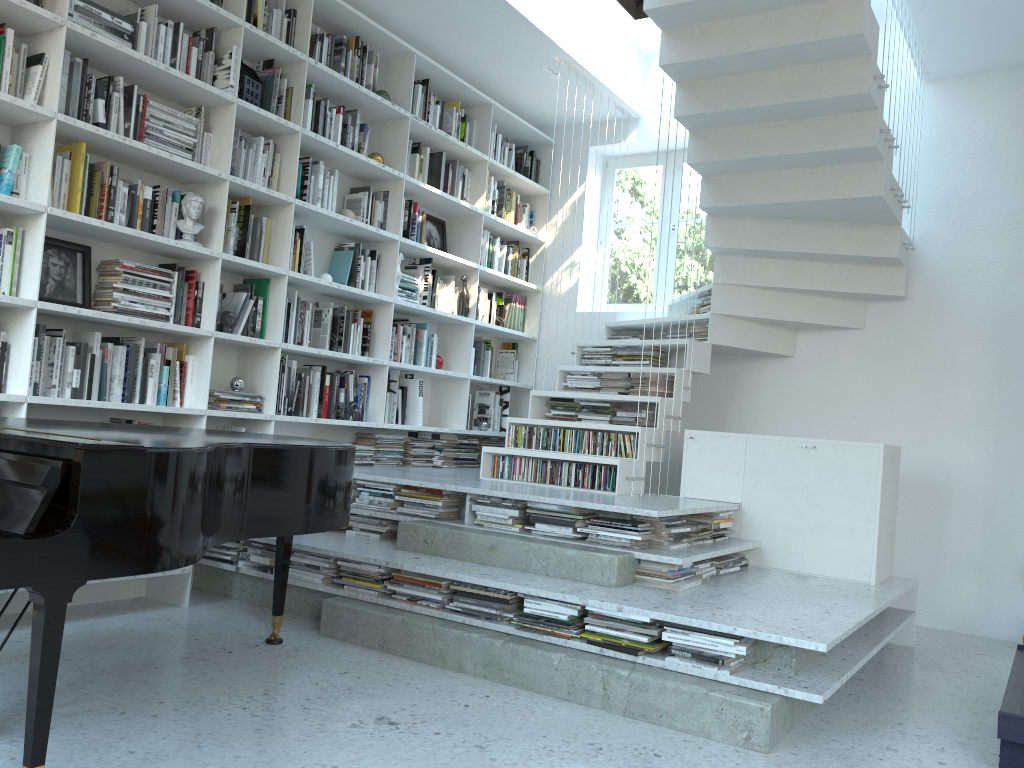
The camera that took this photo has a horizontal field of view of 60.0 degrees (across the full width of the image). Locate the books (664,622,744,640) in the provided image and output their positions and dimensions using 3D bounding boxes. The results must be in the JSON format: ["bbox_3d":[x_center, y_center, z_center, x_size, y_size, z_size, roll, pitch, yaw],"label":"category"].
[{"bbox_3d":[0.678,0.838,3.061,0.256,0.014,0.192,3,-3,28],"label":"books"}]

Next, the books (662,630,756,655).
[{"bbox_3d":[0.682,0.885,3.071,0.287,0.027,0.157,3,-3,27],"label":"books"}]

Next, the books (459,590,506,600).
[{"bbox_3d":[-0.081,0.836,3.567,0.217,0.008,0.150,3,-4,31],"label":"books"}]

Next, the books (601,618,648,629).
[{"bbox_3d":[0.434,0.862,3.247,0.210,0.009,0.133,2,-4,36],"label":"books"}]

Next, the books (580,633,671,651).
[{"bbox_3d":[0.415,0.925,3.222,0.275,0.006,0.191,3,-4,34],"label":"books"}]

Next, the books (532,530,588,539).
[{"bbox_3d":[0.222,0.672,3.975,0.230,0.020,0.142,2,-4,37],"label":"books"}]

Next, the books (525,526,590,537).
[{"bbox_3d":[0.221,0.658,3.972,0.292,0.007,0.155,3,-4,35],"label":"books"}]

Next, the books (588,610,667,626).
[{"bbox_3d":[0.434,0.848,3.246,0.284,0.008,0.133,3,-3,28],"label":"books"}]

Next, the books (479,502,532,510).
[{"bbox_3d":[-0.029,0.564,4.141,0.208,0.017,0.145,3,-3,27],"label":"books"}]

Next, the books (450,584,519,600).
[{"bbox_3d":[-0.088,0.824,3.554,0.281,0.014,0.170,3,-3,29],"label":"books"}]

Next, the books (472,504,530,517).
[{"bbox_3d":[-0.036,0.586,4.131,0.250,0.029,0.174,3,-3,30],"label":"books"}]

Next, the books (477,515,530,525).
[{"bbox_3d":[-0.036,0.628,4.135,0.192,0.024,0.167,3,-4,33],"label":"books"}]

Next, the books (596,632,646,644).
[{"bbox_3d":[0.428,0.911,3.242,0.196,0.014,0.154,3,-4,32],"label":"books"}]

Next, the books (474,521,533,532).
[{"bbox_3d":[-0.034,0.662,4.140,0.262,0.016,0.132,2,-4,37],"label":"books"}]

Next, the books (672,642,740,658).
[{"bbox_3d":[0.690,0.909,3.087,0.224,0.019,0.137,3,-4,33],"label":"books"}]

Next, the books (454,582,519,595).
[{"bbox_3d":[-0.080,0.815,3.567,0.268,0.007,0.157,3,-4,32],"label":"books"}]

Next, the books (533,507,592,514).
[{"bbox_3d":[0.226,0.562,3.971,0.208,0.008,0.170,3,-4,35],"label":"books"}]

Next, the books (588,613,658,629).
[{"bbox_3d":[0.427,0.854,3.236,0.251,0.006,0.175,3,-4,32],"label":"books"}]

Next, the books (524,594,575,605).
[{"bbox_3d":[0.178,0.813,3.402,0.215,0.014,0.157,3,-4,34],"label":"books"}]

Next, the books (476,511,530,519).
[{"bbox_3d":[-0.041,0.608,4.126,0.187,0.015,0.178,2,-4,37],"label":"books"}]

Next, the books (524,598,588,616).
[{"bbox_3d":[0.177,0.847,3.402,0.222,0.028,0.141,3,-3,27],"label":"books"}]

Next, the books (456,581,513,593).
[{"bbox_3d":[-0.081,0.807,3.564,0.239,0.008,0.160,3,-4,33],"label":"books"}]

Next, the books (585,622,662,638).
[{"bbox_3d":[0.426,0.887,3.237,0.290,0.004,0.150,2,-4,36],"label":"books"}]

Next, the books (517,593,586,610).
[{"bbox_3d":[0.177,0.827,3.401,0.288,0.013,0.139,2,-4,37],"label":"books"}]

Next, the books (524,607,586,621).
[{"bbox_3d":[0.167,0.868,3.389,0.182,0.017,0.180,3,-3,29],"label":"books"}]

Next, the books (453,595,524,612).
[{"bbox_3d":[-0.091,0.869,3.554,0.244,0.025,0.160,3,-3,27],"label":"books"}]

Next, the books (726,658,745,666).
[{"bbox_3d":[0.690,0.944,3.089,0.205,0.014,0.132,3,-4,32],"label":"books"}]

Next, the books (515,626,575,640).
[{"bbox_3d":[0.156,0.937,3.378,0.224,0.005,0.193,3,-3,28],"label":"books"}]

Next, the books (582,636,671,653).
[{"bbox_3d":[0.418,0.933,3.227,0.276,0.009,0.178,3,-4,30],"label":"books"}]

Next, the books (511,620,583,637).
[{"bbox_3d":[0.166,0.925,3.392,0.297,0.005,0.171,3,-4,31],"label":"books"}]

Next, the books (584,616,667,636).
[{"bbox_3d":[0.422,0.871,3.228,0.281,0.013,0.168,3,-3,27],"label":"books"}]

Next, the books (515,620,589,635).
[{"bbox_3d":[0.167,0.919,3.394,0.275,0.009,0.159,3,-4,35],"label":"books"}]

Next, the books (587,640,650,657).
[{"bbox_3d":[0.411,0.944,3.218,0.208,0.016,0.191,2,-4,37],"label":"books"}]

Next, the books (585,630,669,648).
[{"bbox_3d":[0.423,0.920,3.235,0.268,0.006,0.170,3,-4,32],"label":"books"}]

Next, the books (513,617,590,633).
[{"bbox_3d":[0.165,0.910,3.389,0.267,0.008,0.180,3,-4,31],"label":"books"}]

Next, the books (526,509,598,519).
[{"bbox_3d":[0.224,0.579,3.970,0.281,0.013,0.168,3,-3,29],"label":"books"}]

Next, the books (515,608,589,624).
[{"bbox_3d":[0.167,0.880,3.390,0.260,0.007,0.171,3,-4,35],"label":"books"}]

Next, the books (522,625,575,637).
[{"bbox_3d":[0.167,0.932,3.395,0.236,0.008,0.148,2,-4,37],"label":"books"}]

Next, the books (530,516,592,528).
[{"bbox_3d":[0.223,0.613,3.971,0.230,0.026,0.177,3,-4,32],"label":"books"}]

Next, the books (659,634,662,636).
[{"bbox_3d":[0.432,0.883,3.245,0.291,0.007,0.131,3,-3,28],"label":"books"}]

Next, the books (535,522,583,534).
[{"bbox_3d":[0.225,0.641,3.977,0.189,0.028,0.155,3,-4,33],"label":"books"}]

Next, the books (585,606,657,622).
[{"bbox_3d":[0.424,0.824,3.228,0.256,0.016,0.183,3,-4,35],"label":"books"}]

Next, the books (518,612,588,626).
[{"bbox_3d":[0.176,0.890,3.405,0.266,0.010,0.145,3,-4,31],"label":"books"}]

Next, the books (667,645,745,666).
[{"bbox_3d":[0.672,0.925,3.059,0.205,0.017,0.187,2,-4,37],"label":"books"}]

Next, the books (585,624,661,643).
[{"bbox_3d":[0.419,0.895,3.226,0.246,0.015,0.191,3,-4,33],"label":"books"}]

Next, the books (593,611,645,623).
[{"bbox_3d":[0.424,0.837,3.228,0.195,0.010,0.178,2,-4,37],"label":"books"}]

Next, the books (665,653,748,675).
[{"bbox_3d":[0.673,0.957,3.063,0.230,0.017,0.184,3,-4,34],"label":"books"}]

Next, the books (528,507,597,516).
[{"bbox_3d":[0.226,0.569,3.971,0.260,0.007,0.171,3,-4,30],"label":"books"}]

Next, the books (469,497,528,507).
[{"bbox_3d":[-0.040,0.547,4.121,0.256,0.014,0.192,3,-3,28],"label":"books"}]

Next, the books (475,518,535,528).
[{"bbox_3d":[-0.028,0.648,4.149,0.258,0.013,0.136,3,-4,32],"label":"books"}]

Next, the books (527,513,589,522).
[{"bbox_3d":[0.222,0.595,3.967,0.250,0.009,0.187,3,-4,32],"label":"books"}]

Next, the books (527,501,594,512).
[{"bbox_3d":[0.220,0.546,3.960,0.237,0.022,0.189,2,-4,37],"label":"books"}]

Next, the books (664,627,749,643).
[{"bbox_3d":[0.681,0.851,3.066,0.266,0.010,0.176,3,-3,28],"label":"books"}]

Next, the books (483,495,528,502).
[{"bbox_3d":[-0.023,0.536,4.148,0.181,0.014,0.134,2,-4,37],"label":"books"}]

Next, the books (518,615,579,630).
[{"bbox_3d":[0.162,0.899,3.384,0.215,0.013,0.189,3,-4,30],"label":"books"}]

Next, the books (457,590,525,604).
[{"bbox_3d":[-0.083,0.849,3.564,0.239,0.017,0.142,3,-3,28],"label":"books"}]

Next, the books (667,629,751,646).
[{"bbox_3d":[0.684,0.864,3.072,0.243,0.015,0.165,2,-4,36],"label":"books"}]
